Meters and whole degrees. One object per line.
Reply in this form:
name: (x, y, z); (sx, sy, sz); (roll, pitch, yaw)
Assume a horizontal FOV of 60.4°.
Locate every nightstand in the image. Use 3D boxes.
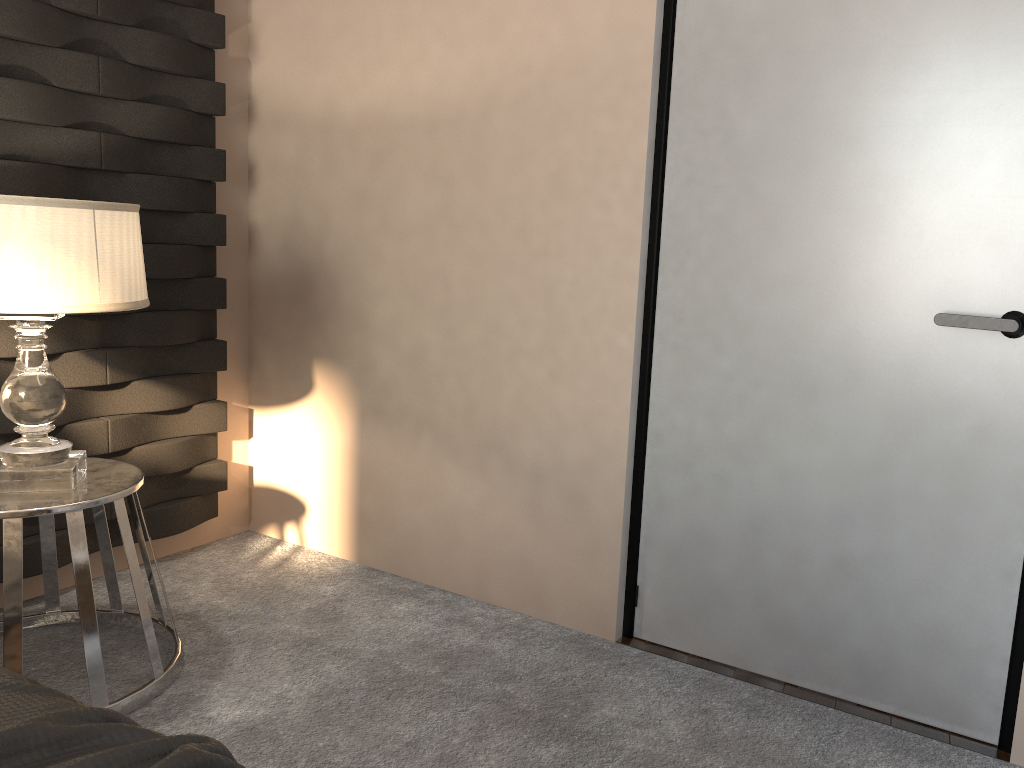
nightstand: (-1.098, 0.452, 2.015); (0.645, 0.471, 0.598); (0, 10, -21)

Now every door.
door: (0.783, -0.264, 2.094); (0.955, 2.088, 0.161); (8, 10, 30)

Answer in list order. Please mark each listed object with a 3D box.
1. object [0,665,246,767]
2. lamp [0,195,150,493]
object: (-0.876, 0.531, 0.108); (0.591, 0.321, 2.149); (9, 11, 31)
lamp: (-1.056, -0.090, 1.932); (0.473, 0.629, 0.459); (2, 9, -7)
